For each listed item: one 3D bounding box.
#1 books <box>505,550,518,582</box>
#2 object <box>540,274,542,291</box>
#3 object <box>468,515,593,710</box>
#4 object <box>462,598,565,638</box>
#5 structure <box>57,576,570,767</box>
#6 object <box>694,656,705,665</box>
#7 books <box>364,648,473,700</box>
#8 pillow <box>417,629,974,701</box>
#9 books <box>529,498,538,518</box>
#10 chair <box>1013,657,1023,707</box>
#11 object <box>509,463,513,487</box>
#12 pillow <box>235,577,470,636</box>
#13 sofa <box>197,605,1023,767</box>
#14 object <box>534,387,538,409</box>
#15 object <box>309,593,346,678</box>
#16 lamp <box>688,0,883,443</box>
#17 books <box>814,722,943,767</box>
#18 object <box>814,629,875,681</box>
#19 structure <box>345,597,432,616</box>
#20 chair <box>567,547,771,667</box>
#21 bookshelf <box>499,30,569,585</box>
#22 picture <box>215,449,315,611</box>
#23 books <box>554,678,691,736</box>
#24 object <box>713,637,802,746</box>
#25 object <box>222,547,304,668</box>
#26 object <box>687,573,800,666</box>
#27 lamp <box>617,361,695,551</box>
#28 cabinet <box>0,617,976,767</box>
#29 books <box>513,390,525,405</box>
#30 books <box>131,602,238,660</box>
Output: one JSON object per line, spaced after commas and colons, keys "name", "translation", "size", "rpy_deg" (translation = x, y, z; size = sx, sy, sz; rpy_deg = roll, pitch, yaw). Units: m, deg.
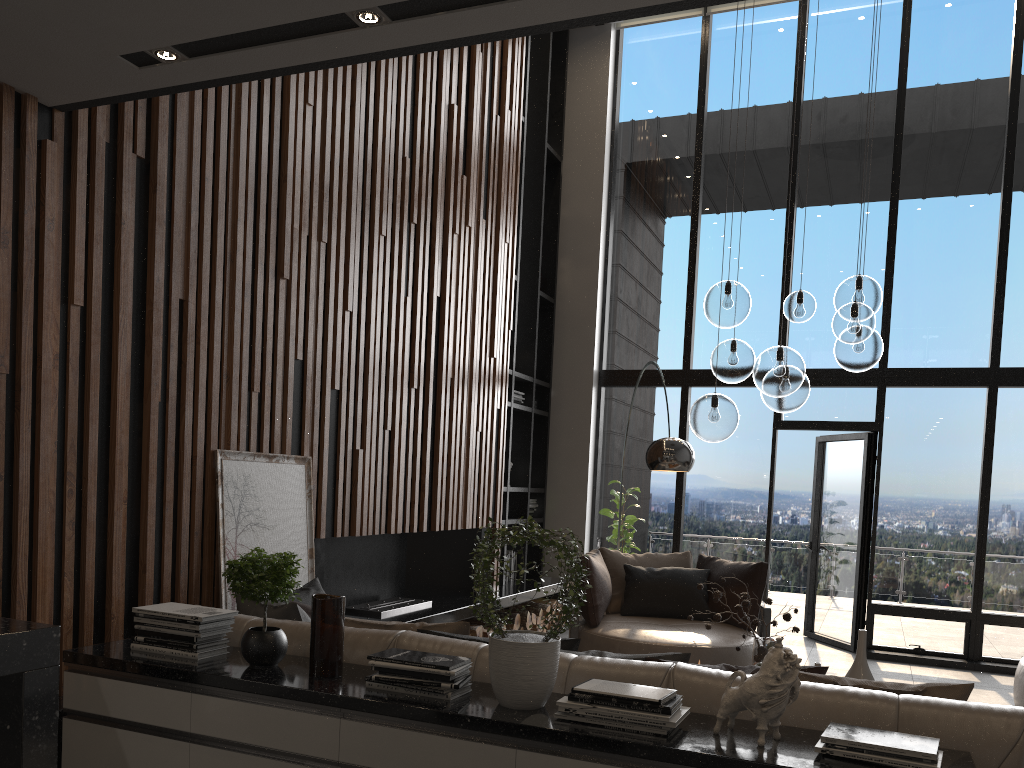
{"name": "books", "translation": [-0.090, 1.687, 8.134], "size": [0.174, 0.288, 0.334], "rpy_deg": [3, -2, 23]}
{"name": "object", "translation": [0.228, -0.955, 8.460], "size": [0.102, 0.231, 0.101], "rpy_deg": [3, 1, 7]}
{"name": "object", "translation": [0.044, 0.677, 2.614], "size": [0.385, 0.578, 0.215], "rpy_deg": [3, 2, 3]}
{"name": "object", "translation": [-0.360, 1.948, 6.723], "size": [0.434, 0.390, 4.062], "rpy_deg": [2, -6, 24]}
{"name": "structure", "translation": [-0.974, 1.736, 5.687], "size": [0.665, 0.458, 6.570], "rpy_deg": [1, -7, 23]}
{"name": "object", "translation": [0.873, 1.436, 4.295], "size": [0.153, 0.212, 0.077], "rpy_deg": [2, 1, 33]}
{"name": "books", "translation": [-0.286, 0.910, 2.743], "size": [0.324, 0.099, 0.206], "rpy_deg": [0, -5, 23]}
{"name": "pillow", "translation": [0.529, 1.152, 3.133], "size": [1.937, 0.501, 0.545], "rpy_deg": [0, -3, 22]}
{"name": "books", "translation": [0.084, 1.199, 8.482], "size": [0.217, 0.190, 0.375], "rpy_deg": [2, -5, 23]}
{"name": "chair", "translation": [4.015, 1.733, 5.500], "size": [1.440, 0.901, 1.490], "rpy_deg": [0, -5, 39]}
{"name": "object", "translation": [-0.078, 0.823, 8.030], "size": [0.138, 0.245, 0.136], "rpy_deg": [2, 1, -27]}
{"name": "pillow", "translation": [-0.710, 1.171, 3.760], "size": [0.764, 0.548, 1.382], "rpy_deg": [5, -6, -37]}
{"name": "sofa", "translation": [0.358, 1.393, 3.730], "size": [3.237, 0.820, 1.887], "rpy_deg": [0, -6, 23]}
{"name": "object", "translation": [0.189, 0.140, 8.437], "size": [0.059, 0.234, 0.189], "rpy_deg": [4, 0, 26]}
{"name": "object", "translation": [-0.609, 0.828, 2.887], "size": [0.108, 0.269, 0.109], "rpy_deg": [3, 2, 28]}
{"name": "lamp", "translation": [1.475, -2.180, 4.274], "size": [1.227, 5.016, 1.228], "rpy_deg": [4, 2, 20]}
{"name": "books", "translation": [0.944, 0.934, 2.249], "size": [0.293, 0.054, 0.184], "rpy_deg": [0, -7, 27]}
{"name": "object", "translation": [1.568, 1.360, 4.169], "size": [0.315, 0.399, 0.321], "rpy_deg": [2, -1, 42]}
{"name": "structure", "translation": [-0.857, 1.564, 6.103], "size": [0.299, 0.103, 0.715], "rpy_deg": [0, -7, 23]}
{"name": "chair", "translation": [1.115, 1.698, 6.406], "size": [1.451, 0.901, 1.478], "rpy_deg": [6, -5, -40]}
{"name": "bookshelf", "translation": [-0.009, -0.842, 7.945], "size": [0.337, 5.335, 1.456], "rpy_deg": [4, 2, 23]}
{"name": "picture", "translation": [-1.214, 0.846, 4.378], "size": [0.101, 1.001, 0.731], "rpy_deg": [4, 0, 23]}
{"name": "books", "translation": [0.316, 0.915, 2.490], "size": [0.347, 0.100, 0.195], "rpy_deg": [0, -5, 22]}
{"name": "object", "translation": [0.666, 0.822, 2.367], "size": [0.206, 0.291, 0.136], "rpy_deg": [2, 1, 42]}
{"name": "object", "translation": [-0.849, 0.756, 2.978], "size": [0.272, 0.409, 0.309], "rpy_deg": [3, -1, -17]}
{"name": "object", "translation": [1.164, 1.278, 4.494], "size": [0.542, 0.605, 0.316], "rpy_deg": [3, 1, -7]}
{"name": "lamp", "translation": [1.001, 0.999, 6.600], "size": [0.320, 2.339, 2.034], "rpy_deg": [3, -1, -1]}
{"name": "cabinet", "translation": [-1.590, -0.327, 0.137], "size": [3.611, 3.247, 6.237], "rpy_deg": [2, -5, 23]}
{"name": "books", "translation": [-0.038, 0.131, 8.007], "size": [0.218, 0.128, 0.324], "rpy_deg": [1, -6, 22]}
{"name": "books", "translation": [-1.183, 0.891, 3.168], "size": [0.332, 0.151, 0.200], "rpy_deg": [1, -4, 23]}
